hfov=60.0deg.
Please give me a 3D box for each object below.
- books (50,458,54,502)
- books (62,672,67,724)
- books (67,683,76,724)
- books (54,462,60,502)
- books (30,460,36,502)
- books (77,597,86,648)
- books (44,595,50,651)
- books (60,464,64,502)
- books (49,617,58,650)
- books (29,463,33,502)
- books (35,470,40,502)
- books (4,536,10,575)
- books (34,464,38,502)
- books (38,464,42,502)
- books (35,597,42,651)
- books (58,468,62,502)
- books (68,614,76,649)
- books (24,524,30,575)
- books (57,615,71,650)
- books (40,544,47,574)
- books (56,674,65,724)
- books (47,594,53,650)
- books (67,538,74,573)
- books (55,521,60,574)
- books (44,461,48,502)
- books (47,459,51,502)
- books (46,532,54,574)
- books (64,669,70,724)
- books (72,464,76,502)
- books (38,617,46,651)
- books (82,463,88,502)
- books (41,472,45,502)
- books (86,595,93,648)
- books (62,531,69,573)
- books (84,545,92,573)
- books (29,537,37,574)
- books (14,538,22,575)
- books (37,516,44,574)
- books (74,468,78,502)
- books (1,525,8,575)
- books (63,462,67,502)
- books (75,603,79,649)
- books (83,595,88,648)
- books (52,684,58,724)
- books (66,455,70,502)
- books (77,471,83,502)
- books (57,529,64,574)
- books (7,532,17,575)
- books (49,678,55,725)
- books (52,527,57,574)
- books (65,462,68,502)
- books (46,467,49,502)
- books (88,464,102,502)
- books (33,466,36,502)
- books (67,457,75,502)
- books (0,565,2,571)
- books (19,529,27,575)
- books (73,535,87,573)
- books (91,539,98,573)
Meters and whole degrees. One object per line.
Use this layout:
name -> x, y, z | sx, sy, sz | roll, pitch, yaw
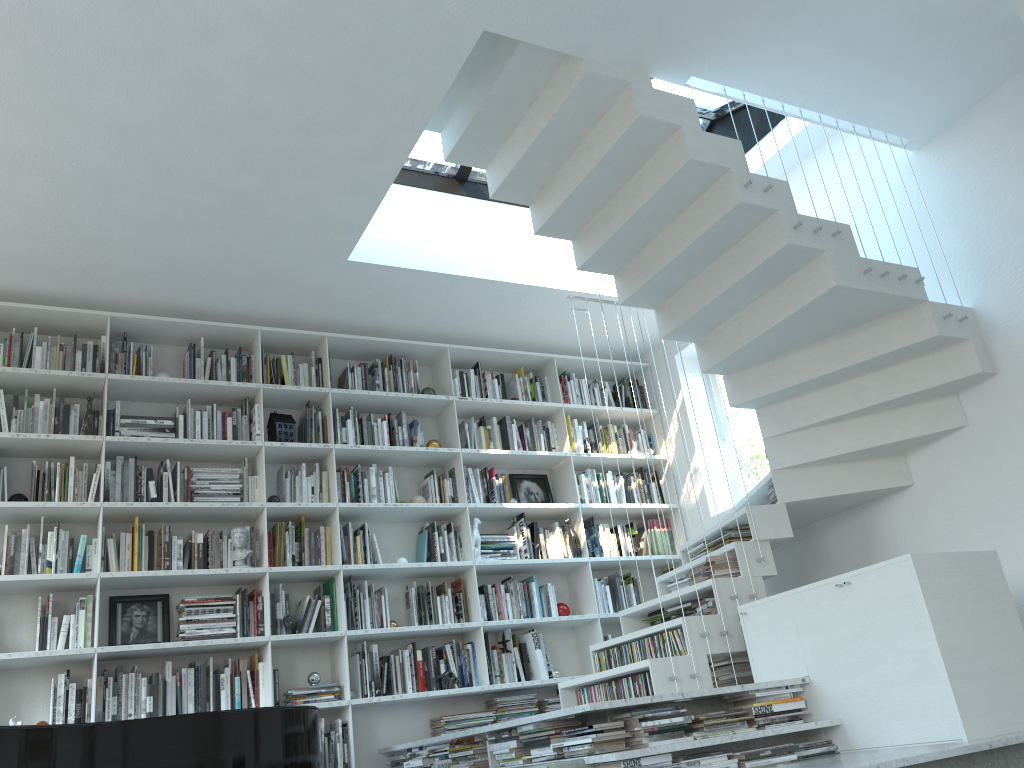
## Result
books -> -2.451, 0.554, 4.725 | 0.033, 0.286, 0.156 | 4, -25, -28
books -> -2.205, 1.572, 4.360 | 0.010, 0.276, 0.156 | 4, -25, -28
books -> -2.166, 1.595, 4.355 | 0.029, 0.220, 0.153 | 4, -25, -28
books -> -2.412, 0.562, 4.700 | 0.013, 0.242, 0.189 | 4, -25, -28
books -> -2.532, 0.555, 4.684 | 0.012, 0.274, 0.129 | 4, -25, -28
books -> -2.197, 1.240, 4.513 | 0.027, 0.268, 0.179 | 4, -25, -28
books -> -2.339, 1.225, 4.454 | 0.011, 0.290, 0.156 | 4, -25, -28
books -> -2.402, 0.569, 4.733 | 0.017, 0.252, 0.140 | 4, -25, -28
books -> -2.304, 1.278, 4.451 | 0.030, 0.182, 0.155 | 4, -25, -28
books -> -2.535, 0.562, 4.670 | 0.005, 0.253, 0.161 | 4, -25, -28
books -> -2.504, 0.580, 4.675 | 0.013, 0.215, 0.150 | 4, -25, -28
books -> -2.556, 0.903, 4.487 | 0.010, 0.231, 0.155 | 4, -25, -28
books -> -2.506, 0.561, 4.661 | 0.005, 0.239, 0.174 | 4, -25, -28
books -> -2.486, 0.561, 4.662 | 0.005, 0.235, 0.179 | 4, -25, -28
books -> -2.368, 1.222, 4.429 | 0.012, 0.284, 0.160 | 4, -25, -28
books -> -2.418, 0.581, 4.733 | 0.011, 0.235, 0.131 | 4, -25, -28
books -> -2.226, 1.277, 4.483 | 0.024, 0.187, 0.173 | 4, -25, -28
books -> -2.476, 0.877, 4.524 | 0.012, 0.285, 0.168 | 4, -25, -28
books -> -2.260, 1.272, 4.461 | 0.057, 0.188, 0.156 | 4, -25, -28
books -> -2.412, 0.935, 4.560 | 0.025, 0.188, 0.140 | 4, -25, -28
books -> -2.214, 1.569, 4.338 | 0.027, 0.268, 0.159 | 4, -25, -28
books -> -2.328, 1.221, 4.458 | 0.012, 0.297, 0.166 | 4, -25, -28
books -> -2.307, 0.930, 4.624 | 0.026, 0.218, 0.150 | 4, -25, -28
books -> -2.359, 0.880, 4.592 | 0.011, 0.299, 0.179 | 4, -25, -28
books -> -2.478, 0.561, 4.705 | 0.009, 0.265, 0.150 | 4, -25, -28
books -> -2.462, 0.554, 4.705 | 0.005, 0.274, 0.157 | 4, -25, -28
books -> -2.384, 0.903, 4.568 | 0.028, 0.246, 0.170 | 4, -25, -28
books -> -2.194, 1.565, 4.365 | 0.014, 0.289, 0.132 | 4, -25, -28
books -> -2.354, 0.571, 4.758 | 0.010, 0.256, 0.140 | 4, -25, -28
books -> -2.343, 1.267, 4.416 | 0.025, 0.185, 0.154 | 4, -25, -28
books -> -2.306, 0.573, 4.777 | 0.022, 0.256, 0.155 | 4, -25, -28
books -> -2.478, 0.588, 4.682 | 0.011, 0.199, 0.163 | 4, -25, -28
books -> -2.164, 1.235, 4.526 | 0.021, 0.280, 0.162 | 4, -25, -28
books -> -2.331, 0.912, 4.619 | 0.022, 0.255, 0.152 | 4, -25, -28
books -> -2.226, 0.951, 4.653 | 0.027, 0.180, 0.142 | 4, -25, -28
books -> -2.452, 0.914, 4.540 | 0.048, 0.224, 0.150 | 4, -25, -28
books -> -2.519, 0.912, 4.516 | 0.024, 0.226, 0.138 | 4, -25, -28
books -> -2.430, 0.864, 4.566 | 0.010, 0.328, 0.174 | 4, -25, -28
books -> -2.344, 0.586, 4.761 | 0.011, 0.228, 0.166 | 4, -25, -28
books -> -2.564, 0.872, 4.481 | 0.012, 0.284, 0.160 | 4, -25, -28
books -> -2.393, 0.564, 4.740 | 0.004, 0.264, 0.142 | 4, -25, -28
books -> -2.210, 1.248, 4.493 | 0.012, 0.243, 0.171 | 4, -25, -28
books -> -2.177, 1.234, 4.516 | 0.011, 0.278, 0.188 | 4, -25, -28
books -> -2.238, 1.595, 4.335 | 0.015, 0.224, 0.148 | 4, -25, -28
books -> -2.384, 0.546, 4.749 | 0.006, 0.302, 0.166 | 4, -25, -28
books -> -2.328, 0.594, 4.766 | 0.024, 0.215, 0.142 | 4, -25, -28
books -> -2.342, 0.900, 4.593 | 0.023, 0.258, 0.171 | 4, -25, -28
books -> -2.531, 0.890, 4.484 | 0.030, 0.246, 0.175 | 4, -25, -28
books -> -2.248, 1.578, 4.328 | 0.012, 0.253, 0.161 | 4, -25, -28
books -> -2.363, 0.892, 4.573 | 0.012, 0.264, 0.193 | 4, -25, -28
books -> -2.384, 0.567, 4.735 | 0.006, 0.252, 0.181 | 4, -25, -28
books -> -2.453, 0.572, 4.674 | 0.006, 0.215, 0.182 | 4, -25, -28
books -> -2.257, 0.576, 4.777 | 0.064, 0.236, 0.209 | 4, -25, -28
books -> -2.521, 0.572, 4.678 | 0.005, 0.238, 0.146 | 4, -25, -28
books -> -2.367, 0.555, 4.750 | 0.022, 0.283, 0.190 | 4, -25, -28
books -> -2.695, 0.923, 4.389 | 0.285, 0.012, 0.160 | 6, -27, -32
books -> -2.495, 0.889, 4.522 | 0.022, 0.266, 0.152 | 4, -25, -28
books -> -2.259, 0.920, 4.627 | 0.060, 0.226, 0.179 | 4, -25, -28
books -> -2.206, 0.937, 4.674 | 0.026, 0.216, 0.127 | 4, -25, -28
